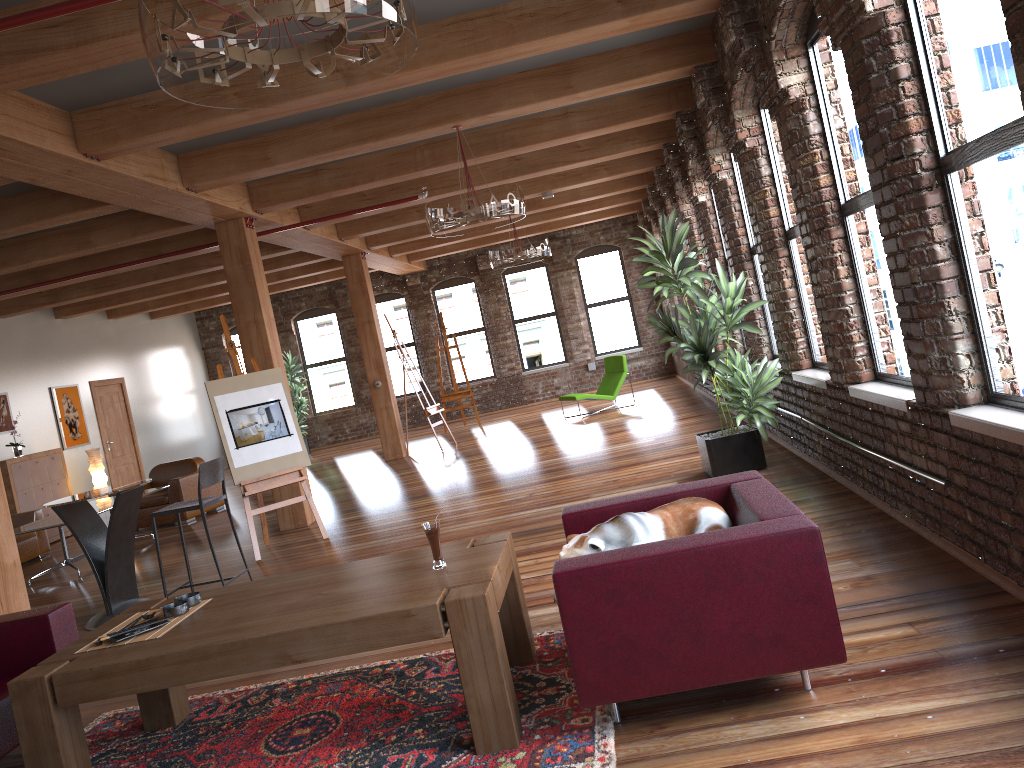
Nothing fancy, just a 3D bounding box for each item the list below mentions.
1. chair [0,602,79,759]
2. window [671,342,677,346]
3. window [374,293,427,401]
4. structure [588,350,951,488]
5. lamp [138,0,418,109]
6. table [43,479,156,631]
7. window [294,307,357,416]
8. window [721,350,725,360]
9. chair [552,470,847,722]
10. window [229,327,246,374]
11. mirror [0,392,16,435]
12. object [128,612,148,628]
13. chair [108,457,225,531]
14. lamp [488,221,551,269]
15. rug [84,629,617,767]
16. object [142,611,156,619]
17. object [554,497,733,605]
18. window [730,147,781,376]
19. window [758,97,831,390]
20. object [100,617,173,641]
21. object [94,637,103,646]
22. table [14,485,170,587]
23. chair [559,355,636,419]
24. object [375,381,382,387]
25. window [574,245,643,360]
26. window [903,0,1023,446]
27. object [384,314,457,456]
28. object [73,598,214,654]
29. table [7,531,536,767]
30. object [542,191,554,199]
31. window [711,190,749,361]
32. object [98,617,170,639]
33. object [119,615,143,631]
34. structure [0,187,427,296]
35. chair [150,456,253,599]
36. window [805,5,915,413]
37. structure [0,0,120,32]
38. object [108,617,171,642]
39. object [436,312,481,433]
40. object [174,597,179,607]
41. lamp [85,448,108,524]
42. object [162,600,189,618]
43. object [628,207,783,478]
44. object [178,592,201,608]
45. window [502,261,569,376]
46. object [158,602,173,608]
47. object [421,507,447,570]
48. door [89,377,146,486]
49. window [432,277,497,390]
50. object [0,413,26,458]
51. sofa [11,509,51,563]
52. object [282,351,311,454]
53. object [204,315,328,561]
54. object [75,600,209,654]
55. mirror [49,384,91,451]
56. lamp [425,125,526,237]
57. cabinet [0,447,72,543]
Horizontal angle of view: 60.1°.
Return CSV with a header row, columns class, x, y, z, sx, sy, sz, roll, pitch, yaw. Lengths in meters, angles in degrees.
class,x,y,z,sx,sy,sz,roll,pitch,yaw
chair,-2.475,1.433,3.674,0.865,0.592,1.073,-12,2,6
window,2.880,-1.810,16.410,0.232,2.214,0.970,-12,1,6
window,-2.406,-0.756,18.026,0.967,2.227,0.221,-12,0,5
structure,2.499,-0.118,10.756,1.633,0.313,13.717,-12,3,-1
lamp,-0.751,-1.359,2.679,0.814,0.814,0.805,-13,2,-43
table,-2.875,1.226,6.372,0.718,0.924,0.725,-11,1,30
window,-3.837,-0.491,18.230,0.967,2.169,0.086,-12,0,5
window,2.350,-1.406,10.542,0.236,2.214,0.970,-12,1,6
chair,0.654,0.781,3.351,0.865,0.592,1.073,-12,2,6
window,-5.290,-0.187,18.369,0.967,2.169,0.086,-12,0,5
mirror,-6.826,0.404,11.669,0.025,0.548,0.695,-12,2,6
object,-1.537,0.972,3.630,0.007,0.008,0.270,-12,3,-5
chair,-4.411,1.398,11.318,1.061,0.735,0.833,-12,2,16
lamp,0.041,-1.963,11.415,0.806,0.814,0.813,-11,2,42
rug,-0.829,1.394,3.497,2.460,0.009,1.346,-12,3,6
object,-1.491,0.949,3.659,0.045,0.030,0.153,-12,3,-10
object,0.504,0.629,3.425,0.757,0.297,0.364,-13,2,-23
window,2.085,-1.204,7.620,0.235,2.214,0.970,-12,1,6
window,1.952,-1.103,6.159,0.235,2.214,0.970,-12,1,6
object,-1.449,0.945,3.435,0.271,0.008,0.007,-14,2,-29
object,-1.573,0.986,3.374,0.018,0.021,0.059,-12,2,-8
table,-4.400,1.586,9.244,0.938,0.560,1.874,-12,3,6
chair,1.257,0.043,13.616,0.959,0.796,0.679,-13,1,-19
object,-1.968,0.004,12.997,0.095,0.095,0.061,-12,1,6
window,1.902,-1.660,17.616,0.967,2.218,0.219,-12,0,5
window,1.687,-0.901,3.239,0.235,2.214,0.970,-12,1,6
object,-1.458,-0.042,13.142,0.683,2.140,0.663,-12,0,16
object,-1.462,0.965,3.556,0.352,0.001,0.470,-12,3,6
table,-0.840,1.118,3.499,1.748,0.550,0.902,-12,2,5
object,0.461,-2.439,11.404,0.145,0.072,0.148,-12,2,6
window,2.215,-1.304,9.081,0.232,2.214,0.970,-12,1,6
object,-1.469,0.948,3.455,0.271,0.008,0.007,-13,2,-20
object,-1.558,0.979,3.596,0.007,0.008,0.270,-12,3,1
structure,-4.200,-1.324,9.620,6.801,0.112,0.051,-12,1,5
chair,-2.202,1.054,6.217,0.466,0.981,0.430,-12,1,6
window,1.820,-1.002,4.700,0.235,2.214,0.970,-12,1,6
structure,-4.726,-0.924,3.824,6.801,0.112,0.051,-12,1,5
object,-1.453,0.958,3.439,0.214,0.018,0.153,-14,4,-39
object,-1.084,-0.262,15.972,0.662,2.140,0.685,-12,0,1
object,-1.357,0.891,3.579,0.045,0.080,0.137,-13,2,-29
lamp,-5.868,1.451,12.671,0.272,1.114,0.260,-12,0,-40
object,-1.366,0.919,3.605,0.098,0.043,0.099,-10,3,43
object,1.577,-0.360,6.952,0.964,2.103,1.084,-12,1,19
object,-1.358,0.911,3.722,0.098,0.043,0.099,-11,3,32
window,0.454,-1.358,17.754,0.967,2.218,0.219,-12,0,5
object,-1.463,0.944,3.747,0.059,0.021,0.018,-14,2,-42
object,-0.298,0.604,3.460,0.094,0.232,0.076,-12,1,39
door,-6.487,0.972,14.527,0.226,2.120,1.031,-12,1,6
window,-0.978,-1.054,17.890,0.967,2.227,0.221,-12,0,5
object,-6.570,0.679,11.632,0.370,0.589,0.298,-12,1,0
sofa,-6.154,1.859,9.512,0.950,0.735,2.417,-12,3,6
object,-4.486,0.409,17.513,1.083,2.103,0.964,-12,1,-16
object,-2.271,0.394,7.878,0.705,2.140,0.682,-12,1,-34
object,-1.463,0.965,3.556,0.331,0.003,0.472,-12,3,6
mirror,-6.634,0.488,13.320,0.025,0.952,0.695,-12,1,6
lamp,-0.352,-1.664,7.086,0.813,0.814,0.806,-13,2,-42
cabinet,-6.367,1.551,11.744,0.418,1.209,1.188,-12,1,6
